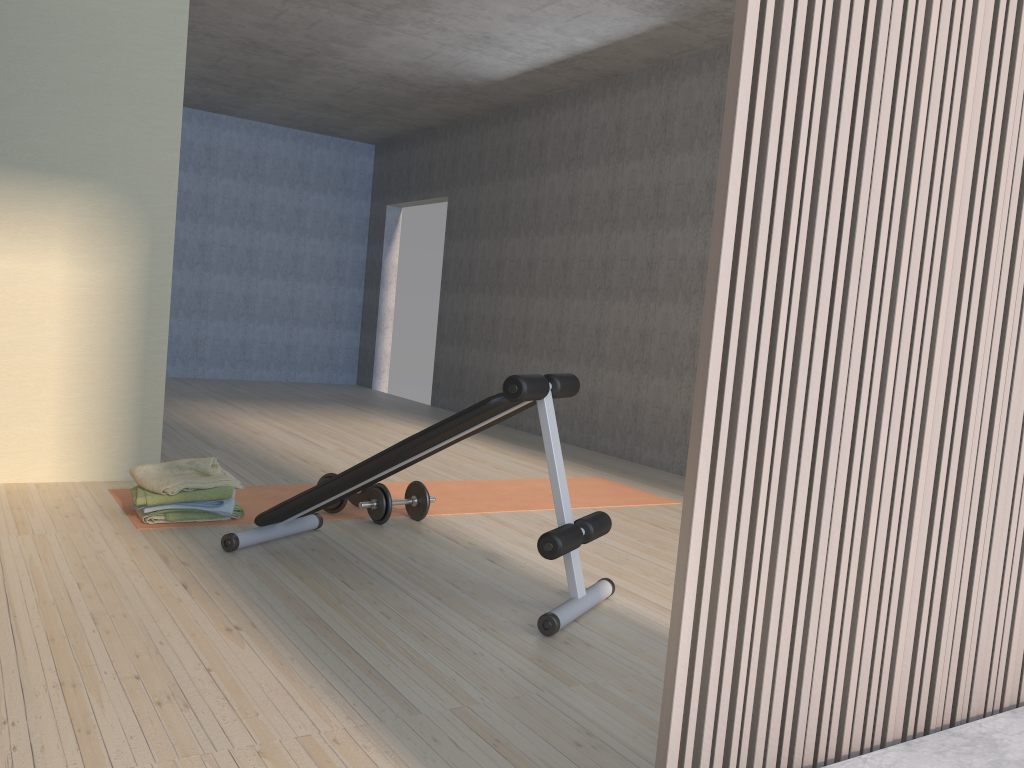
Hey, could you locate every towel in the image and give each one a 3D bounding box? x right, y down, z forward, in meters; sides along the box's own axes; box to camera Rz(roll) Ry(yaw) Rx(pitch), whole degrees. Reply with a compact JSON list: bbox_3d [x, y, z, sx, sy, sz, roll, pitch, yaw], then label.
[{"bbox_3d":[-1.330,0.486,3.651,0.380,0.081,0.367,2,5,-35],"label":"towel"},{"bbox_3d":[-1.331,0.462,3.625,0.383,0.078,0.383,4,4,-16],"label":"towel"},{"bbox_3d":[-1.330,0.371,3.625,0.373,0.123,0.384,9,5,41],"label":"towel"},{"bbox_3d":[-1.352,0.507,3.649,0.376,0.044,0.371,2,5,-34],"label":"towel"},{"bbox_3d":[-1.343,0.426,3.602,0.376,0.085,0.371,3,5,-28],"label":"towel"}]

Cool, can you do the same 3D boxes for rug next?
[{"bbox_3d":[-0.436,0.560,4.393,2.779,0.002,0.716,3,5,-33],"label":"rug"}]

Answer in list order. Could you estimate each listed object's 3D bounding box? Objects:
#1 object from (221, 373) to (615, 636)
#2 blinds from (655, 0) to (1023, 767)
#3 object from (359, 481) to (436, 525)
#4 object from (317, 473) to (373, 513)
[{"bbox_3d":[-0.311,0.290,3.059,1.312,0.746,0.505,7,5,26],"label":"object"},{"bbox_3d":[0.773,-0.501,1.485,1.133,2.744,0.069,3,5,-33],"label":"blinds"},{"bbox_3d":[-0.490,0.511,3.831,0.385,0.176,0.176,2,5,-41],"label":"object"},{"bbox_3d":[-0.734,0.472,3.930,0.176,0.176,0.385,7,5,29],"label":"object"}]
